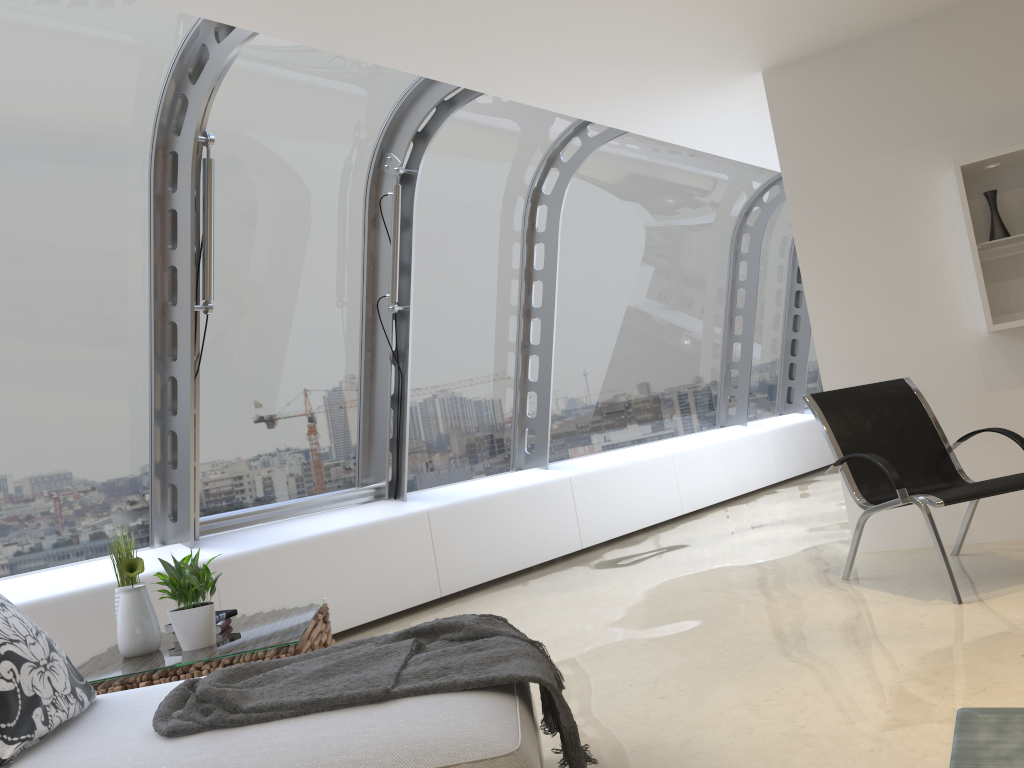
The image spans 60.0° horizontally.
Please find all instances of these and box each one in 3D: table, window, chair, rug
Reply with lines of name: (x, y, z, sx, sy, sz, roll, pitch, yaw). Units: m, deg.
table: (-1.174, 1.206, 3.451, 0.923, 0.436, 1.007, -9, -4, -7)
window: (6.421, -1.342, 3.544, 16.693, 3.674, 16.171, -12, -4, 34)
chair: (-0.967, 0.948, 2.158, 2.068, 0.690, 1.176, -10, -4, -2)
chair: (1.991, 0.445, 4.213, 0.752, 0.972, 0.943, -9, -4, -12)
rug: (1.507, 0.772, 0.733, 2.194, 0.012, 2.923, -12, -4, 29)

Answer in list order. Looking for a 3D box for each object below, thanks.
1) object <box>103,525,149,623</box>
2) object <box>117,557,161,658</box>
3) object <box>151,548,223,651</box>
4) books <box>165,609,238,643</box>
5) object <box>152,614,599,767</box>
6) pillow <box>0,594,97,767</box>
object: (-1.521, 0.789, 3.505, 0.150, 0.511, 0.153, -10, -4, -3)
object: (-1.408, 0.828, 3.288, 0.152, 0.370, 0.297, -9, -4, -17)
object: (-1.193, 0.794, 3.292, 0.284, 0.369, 0.215, -8, -4, -29)
books: (-1.244, 0.974, 3.581, 0.246, 0.063, 0.265, -11, -4, 15)
object: (-0.344, 0.823, 2.340, 1.024, 0.359, 0.825, -10, -4, -3)
pillow: (-1.352, 0.668, 2.220, 0.431, 0.528, 0.683, -9, -4, -7)
